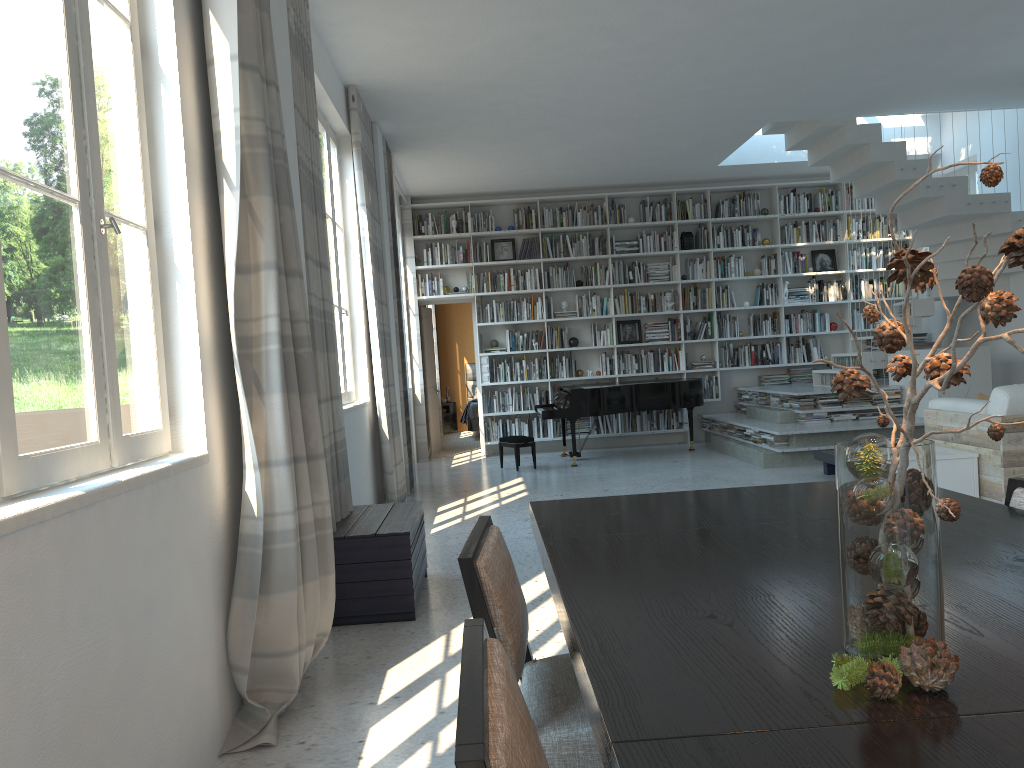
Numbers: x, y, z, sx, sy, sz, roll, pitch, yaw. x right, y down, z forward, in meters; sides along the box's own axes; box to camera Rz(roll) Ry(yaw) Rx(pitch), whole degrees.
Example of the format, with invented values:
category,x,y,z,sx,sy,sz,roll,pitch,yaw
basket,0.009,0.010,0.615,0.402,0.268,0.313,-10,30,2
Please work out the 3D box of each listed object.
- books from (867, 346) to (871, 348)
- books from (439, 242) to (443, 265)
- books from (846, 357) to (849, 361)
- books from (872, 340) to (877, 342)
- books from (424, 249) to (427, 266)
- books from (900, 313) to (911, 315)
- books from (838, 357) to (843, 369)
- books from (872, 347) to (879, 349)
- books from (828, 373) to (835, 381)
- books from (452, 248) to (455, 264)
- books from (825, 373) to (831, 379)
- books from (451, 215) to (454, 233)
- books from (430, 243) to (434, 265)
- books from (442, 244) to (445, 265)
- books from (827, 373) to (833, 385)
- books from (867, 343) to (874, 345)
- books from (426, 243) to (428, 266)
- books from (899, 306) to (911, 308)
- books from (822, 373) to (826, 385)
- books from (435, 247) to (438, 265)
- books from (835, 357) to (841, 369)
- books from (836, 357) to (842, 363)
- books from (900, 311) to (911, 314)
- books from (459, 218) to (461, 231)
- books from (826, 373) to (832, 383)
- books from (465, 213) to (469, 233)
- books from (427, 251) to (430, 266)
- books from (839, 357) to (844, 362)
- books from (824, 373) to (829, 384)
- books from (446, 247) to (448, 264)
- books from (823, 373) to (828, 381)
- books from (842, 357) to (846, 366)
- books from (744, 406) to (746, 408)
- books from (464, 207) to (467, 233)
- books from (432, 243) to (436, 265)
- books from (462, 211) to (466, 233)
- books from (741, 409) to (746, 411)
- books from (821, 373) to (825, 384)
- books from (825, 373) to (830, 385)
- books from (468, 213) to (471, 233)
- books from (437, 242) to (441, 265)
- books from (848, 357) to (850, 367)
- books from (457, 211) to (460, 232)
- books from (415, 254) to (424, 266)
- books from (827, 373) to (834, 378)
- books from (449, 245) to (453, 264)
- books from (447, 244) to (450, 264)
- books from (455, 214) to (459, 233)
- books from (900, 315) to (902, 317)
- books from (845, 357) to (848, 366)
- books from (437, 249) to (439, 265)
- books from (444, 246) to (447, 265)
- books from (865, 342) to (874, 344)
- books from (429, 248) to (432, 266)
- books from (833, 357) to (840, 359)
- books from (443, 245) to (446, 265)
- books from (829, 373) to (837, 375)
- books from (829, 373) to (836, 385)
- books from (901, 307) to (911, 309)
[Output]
category,x,y,z,sx,sy,sz,roll,pitch,yaw
books,4.181,-0.430,10.168,0.145,0.015,0.166,-4,1,-7
books,-0.870,-1.595,10.959,0.037,0.292,0.155,-4,2,-2
books,3.797,-0.236,9.896,0.125,0.125,0.008,-4,2,-2
books,4.167,-0.489,9.942,0.177,0.014,0.194,-4,1,-7
books,-1.066,-1.545,10.955,0.034,0.218,0.166,-4,2,-2
books,4.432,-0.783,9.838,0.182,0.013,0.287,-3,1,12
books,3.789,-0.241,10.134,0.125,0.125,0.010,-4,2,-2
books,4.173,-0.409,9.945,0.175,0.016,0.207,-4,1,-7
books,3.655,-0.056,10.066,0.125,0.125,0.007,-4,2,-2
books,-0.723,-1.565,10.972,0.028,0.212,0.138,-4,2,-2
books,3.652,-0.058,10.150,0.125,0.125,0.008,-4,2,-2
books,-0.725,-1.948,10.941,0.025,0.244,0.167,-4,2,-2
books,-0.982,-1.583,10.940,0.023,0.282,0.186,-4,2,-2
books,-0.844,-1.585,10.952,0.013,0.269,0.162,-4,2,-2
books,3.653,-0.057,10.105,0.125,0.125,0.008,-4,2,-2
books,4.179,-0.459,10.167,0.140,0.022,0.181,-4,1,-8
books,-1.046,-1.586,10.957,0.011,0.297,0.162,-4,2,-2
books,4.430,-0.860,9.835,0.191,0.013,0.243,-3,1,9
books,3.648,-0.060,10.252,0.125,0.125,0.009,-4,2,-2
books,-0.930,-1.565,10.964,0.024,0.239,0.155,-4,2,-2
books,3.786,-0.243,10.222,0.125,0.125,0.008,-4,2,-2
books,3.787,-0.242,10.178,0.125,0.125,0.007,-4,2,-2
books,4.430,-0.796,9.838,0.191,0.014,0.243,-3,1,11
books,-0.639,-1.934,10.959,0.023,0.205,0.145,-4,2,-2
books,3.653,-0.058,10.127,0.125,0.125,0.007,-4,2,-2
books,-0.553,-1.967,10.958,0.025,0.259,0.138,-4,2,-2
books,-1.026,-1.535,10.971,0.024,0.192,0.138,-4,2,-2
books,3.790,-0.240,10.091,0.125,0.125,0.007,-4,2,-2
books,3.650,-0.059,10.189,0.125,0.125,0.009,-4,2,-2
books,-0.798,-1.570,10.983,0.011,0.231,0.135,-4,2,-2
books,3.650,-0.059,10.214,0.125,0.125,0.010,-4,2,-2
books,3.793,-0.238,10.016,0.125,0.125,0.008,-4,2,-2
books,2.933,0.281,10.815,0.137,0.018,0.200,-4,1,-6
books,-0.574,-2.005,10.950,0.014,0.338,0.167,-4,2,-2
books,-0.957,-1.588,10.963,0.028,0.288,0.132,-4,2,-2
books,-0.591,-1.978,10.955,0.022,0.287,0.175,-4,2,-2
books,2.915,0.308,10.815,0.180,0.017,0.182,-4,1,-5
books,3.647,-0.061,10.278,0.125,0.125,0.008,-4,2,-2
books,3.651,-0.058,10.166,0.125,0.125,0.008,-4,2,-2
books,-0.526,-1.964,10.922,0.024,0.252,0.235,-4,2,-2
books,-0.898,-1.590,10.938,0.021,0.286,0.179,-4,2,-2
books,3.798,-0.235,9.851,0.125,0.125,0.008,-4,2,-2
books,-0.660,-1.977,10.961,0.013,0.292,0.154,-4,2,-2
books,-1.143,-1.520,10.964,0.121,0.176,0.129,-4,2,-2
books,3.654,-0.057,10.090,0.125,0.125,0.008,-4,2,-2
books,-0.752,-1.582,10.952,0.030,0.251,0.165,-4,2,-2
books,-0.780,-1.585,10.952,0.025,0.261,0.167,-4,2,-2
books,-0.678,-1.959,10.949,0.027,0.259,0.147,-4,2,-2
books,4.537,-0.783,10.120,0.149,0.014,0.228,-3,1,10
books,3.796,-0.237,9.929,0.125,0.125,0.007,-4,2,-2
books,-0.911,-1.551,10.955,0.010,0.209,0.165,-4,2,-2
books,-0.814,-1.574,10.953,0.021,0.244,0.173,-4,2,-2
books,4.171,-0.474,10.166,0.159,0.009,0.208,-4,1,-6
books,-1.003,-1.554,10.945,0.022,0.228,0.171,-4,2,-2
books,3.785,-0.244,10.259,0.125,0.125,0.008,-4,2,-2
books,-0.831,-1.576,10.952,0.012,0.249,0.192,-4,2,-2
books,3.656,-0.055,10.027,0.125,0.125,0.008,-4,2,-2
books,3.655,-0.056,10.043,0.125,0.125,0.008,-4,2,-2
books,4.440,-0.850,9.834,0.174,0.009,0.240,-3,1,7
